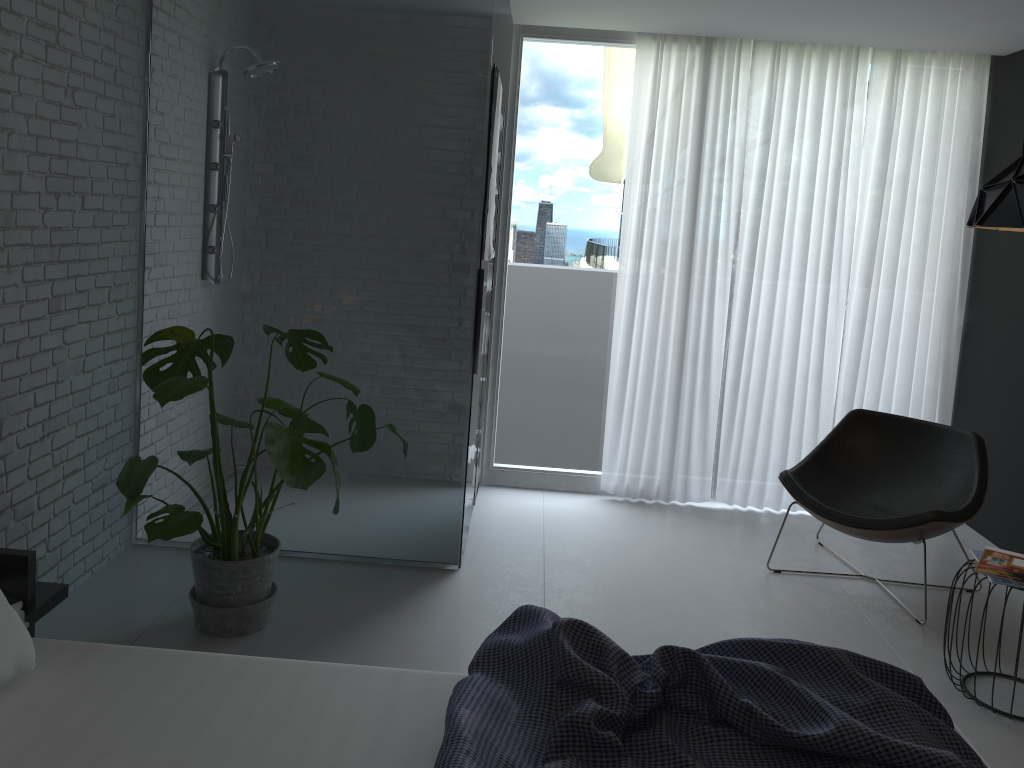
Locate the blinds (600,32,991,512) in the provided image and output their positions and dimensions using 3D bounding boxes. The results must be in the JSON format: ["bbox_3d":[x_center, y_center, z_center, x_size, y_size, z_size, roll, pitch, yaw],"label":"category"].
[{"bbox_3d":[1.494,-0.645,4.684,1.853,2.675,0.138,4,6,1],"label":"blinds"}]

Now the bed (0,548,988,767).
[{"bbox_3d":[-0.310,0.208,1.283,2.608,2.025,2.586,4,9,1],"label":"bed"}]

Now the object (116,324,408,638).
[{"bbox_3d":[-0.872,0.322,3.128,0.854,1.039,0.997,7,9,19],"label":"object"}]

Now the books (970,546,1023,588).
[{"bbox_3d":[-2.013,0.784,1.647,8.229,0.369,0.410,0,9,-20],"label":"books"}]

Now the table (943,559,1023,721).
[{"bbox_3d":[1.705,0.845,2.962,0.450,0.431,0.456,1,9,-21],"label":"table"}]

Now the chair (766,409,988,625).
[{"bbox_3d":[1.638,0.531,3.922,0.796,0.685,0.816,12,12,43],"label":"chair"}]

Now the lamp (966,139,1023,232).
[{"bbox_3d":[1.818,-0.927,2.781,0.584,0.895,0.612,7,8,19],"label":"lamp"}]
